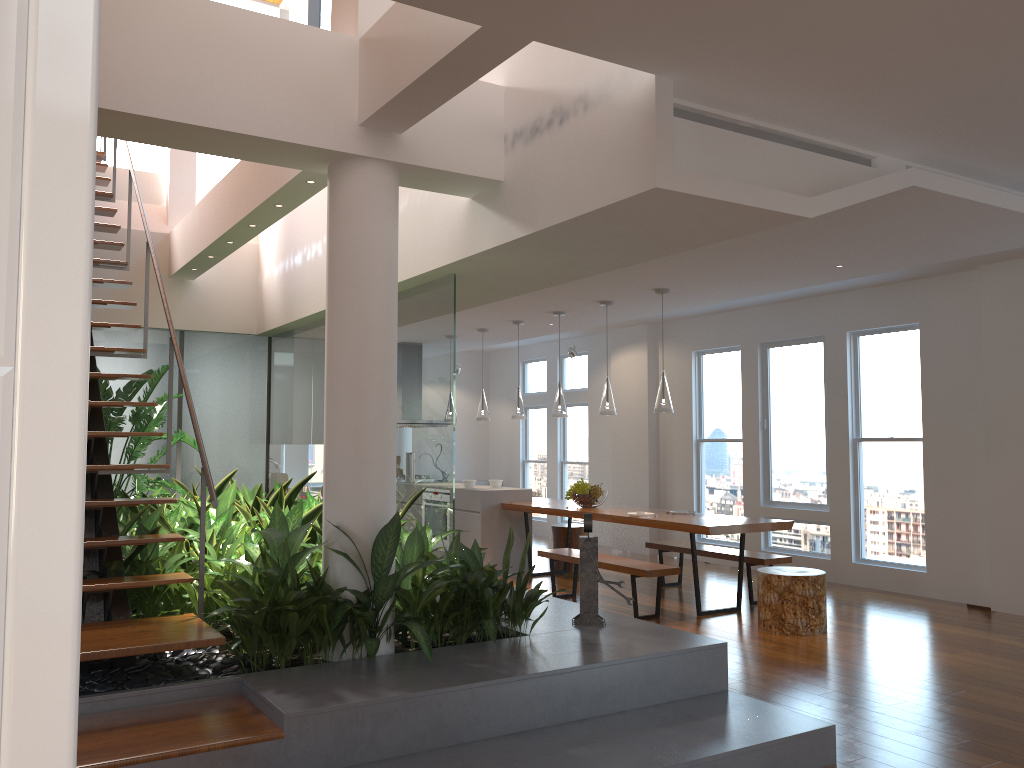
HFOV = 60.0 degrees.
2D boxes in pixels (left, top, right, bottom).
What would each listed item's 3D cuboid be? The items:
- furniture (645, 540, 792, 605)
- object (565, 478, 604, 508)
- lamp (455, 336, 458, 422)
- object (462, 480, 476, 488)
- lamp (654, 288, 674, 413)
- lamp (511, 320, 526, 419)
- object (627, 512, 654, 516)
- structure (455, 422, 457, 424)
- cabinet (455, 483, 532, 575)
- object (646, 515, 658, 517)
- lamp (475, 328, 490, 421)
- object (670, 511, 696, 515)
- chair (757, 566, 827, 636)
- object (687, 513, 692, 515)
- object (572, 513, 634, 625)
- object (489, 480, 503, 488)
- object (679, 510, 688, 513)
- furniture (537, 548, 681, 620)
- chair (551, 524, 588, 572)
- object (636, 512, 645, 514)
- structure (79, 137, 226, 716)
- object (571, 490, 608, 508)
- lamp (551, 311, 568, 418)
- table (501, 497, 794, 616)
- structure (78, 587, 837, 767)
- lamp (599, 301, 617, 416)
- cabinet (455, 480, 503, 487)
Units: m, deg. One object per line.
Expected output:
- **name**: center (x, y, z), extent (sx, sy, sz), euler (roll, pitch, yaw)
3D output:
- **furniture**: center (1.741, 1.617, 7.644), extent (0.316, 0.389, 1.433), euler (2, -5, -32)
- **object**: center (0.682, 1.007, 8.211), extent (0.292, 0.284, 0.394), euler (-2, -4, 22)
- **lamp**: center (-0.694, -0.093, 10.162), extent (0.160, 1.060, 0.160), euler (0, -4, -5)
- **object**: center (-0.445, 1.040, 9.210), extent (0.152, 0.082, 0.152), euler (0, -4, 8)
- **lamp**: center (1.208, -0.299, 7.094), extent (0.160, 1.060, 0.160), euler (0, -4, -5)
- **lamp**: center (0.067, -0.175, 8.935), extent (0.160, 1.060, 0.160), euler (0, -4, -5)
- **object**: center (1.056, 1.071, 7.273), extent (0.222, 0.020, 0.222), euler (-1, -4, 9)
- **structure**: center (-1.285, -0.172, 10.947), extent (0.909, 1.405, 0.900), euler (2, -5, -32)
- **cabinet**: center (-0.820, 1.555, 10.068), extent (0.597, 0.832, 2.936), euler (2, -5, -32)
- **object**: center (1.115, 1.066, 7.151), extent (0.149, 0.014, 0.044), euler (3, -5, -33)
- **lamp**: center (-0.314, -0.134, 9.548), extent (0.160, 1.060, 0.160), euler (0, -4, -5)
- **object**: center (1.440, 1.083, 7.454), extent (0.222, 0.020, 0.222), euler (3, -5, -40)
- **chair**: center (1.958, 1.511, 6.208), extent (0.460, 0.400, 0.460), euler (2, -4, -22)
- **object**: center (1.507, 1.076, 7.371), extent (0.158, 0.017, 0.019), euler (3, -5, -37)
- **object**: center (0.467, 0.952, 4.582), extent (0.318, 0.565, 0.134), euler (0, -4, 5)
- **object**: center (-0.167, 1.042, 9.235), extent (0.152, 0.082, 0.152), euler (-1, -4, 19)
- **object**: center (1.440, 1.077, 7.454), extent (0.079, 0.030, 0.070), euler (-1, -4, 12)
- **furniture**: center (0.727, 1.575, 7.018), extent (0.316, 0.389, 1.433), euler (2, -5, -32)
- **chair**: center (0.603, 1.687, 9.145), extent (0.396, 0.455, 0.402), euler (3, -5, -42)
- **object**: center (1.056, 1.064, 7.273), extent (0.079, 0.030, 0.070), euler (-1, -4, 22)
- **structure**: center (-1.993, -0.588, 5.756), extent (2.552, 4.265, 4.591), euler (2, -5, -32)
- **object**: center (0.712, 1.070, 8.208), extent (0.360, 0.159, 0.360), euler (-2, -4, 22)
- **lamp**: center (0.447, -0.216, 8.321), extent (0.160, 1.060, 0.160), euler (0, -4, -5)
- **table**: center (0.199, 1.551, 9.055), extent (0.893, 0.704, 5.996), euler (2, -5, -32)
- **structure**: center (-1.466, 1.463, 5.165), extent (3.088, 0.386, 5.584), euler (2, -5, -32)
- **lamp**: center (0.827, -0.258, 7.708), extent (0.160, 1.060, 0.160), euler (0, -4, -5)
- **cabinet**: center (-0.801, 1.811, 13.188), extent (1.309, 0.725, 0.420), euler (2, -5, -32)
